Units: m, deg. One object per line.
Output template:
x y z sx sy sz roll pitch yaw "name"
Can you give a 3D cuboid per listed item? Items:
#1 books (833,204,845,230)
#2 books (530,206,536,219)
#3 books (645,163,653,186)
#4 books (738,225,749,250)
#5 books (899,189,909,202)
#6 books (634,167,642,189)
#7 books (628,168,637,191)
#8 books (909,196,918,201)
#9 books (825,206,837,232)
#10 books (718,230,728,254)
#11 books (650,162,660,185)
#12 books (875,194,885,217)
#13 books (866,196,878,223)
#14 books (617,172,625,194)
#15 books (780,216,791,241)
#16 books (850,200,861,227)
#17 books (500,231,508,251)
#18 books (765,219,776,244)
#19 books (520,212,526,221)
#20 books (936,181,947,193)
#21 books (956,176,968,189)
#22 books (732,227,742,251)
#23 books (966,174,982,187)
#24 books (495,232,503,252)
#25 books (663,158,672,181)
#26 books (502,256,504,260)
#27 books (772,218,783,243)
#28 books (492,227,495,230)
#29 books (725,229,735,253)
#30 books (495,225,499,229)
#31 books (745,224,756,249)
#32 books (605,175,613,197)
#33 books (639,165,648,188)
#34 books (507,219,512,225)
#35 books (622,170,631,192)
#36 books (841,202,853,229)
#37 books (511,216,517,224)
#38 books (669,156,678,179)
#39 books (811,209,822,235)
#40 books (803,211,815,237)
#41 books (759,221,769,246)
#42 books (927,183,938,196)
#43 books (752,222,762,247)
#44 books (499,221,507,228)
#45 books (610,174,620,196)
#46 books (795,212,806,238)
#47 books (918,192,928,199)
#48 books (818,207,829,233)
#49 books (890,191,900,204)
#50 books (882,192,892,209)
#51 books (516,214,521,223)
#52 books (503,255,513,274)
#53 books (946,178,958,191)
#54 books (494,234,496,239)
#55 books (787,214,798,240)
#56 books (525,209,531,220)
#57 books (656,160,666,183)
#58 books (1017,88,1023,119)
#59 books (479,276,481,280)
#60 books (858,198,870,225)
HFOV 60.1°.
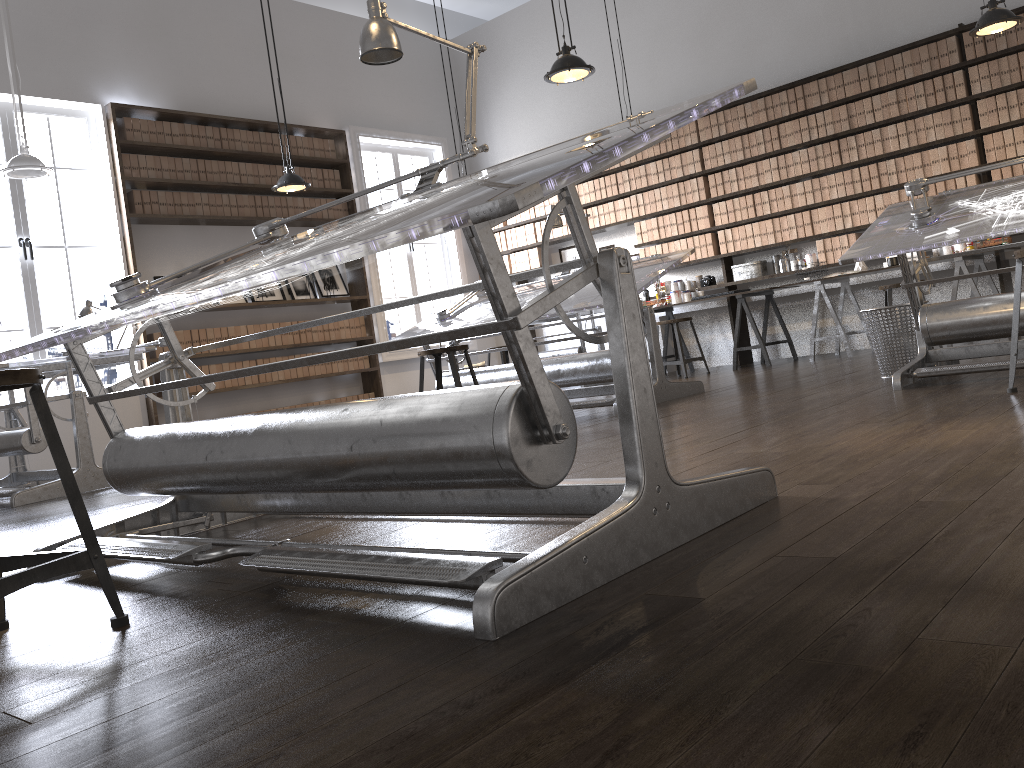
2.880 -1.453 7.723 0.066 0.226 0.175 -9 -1 41 "books"
0.274 -1.959 9.929 0.066 0.226 0.175 -9 -1 41 "books"
1.429 -2.100 8.918 0.066 0.226 0.175 -9 -1 41 "books"
2.211 -1.372 8.319 0.066 0.226 0.175 -9 -1 41 "books"
3.295 -1.504 7.366 0.066 0.226 0.175 -9 -1 41 "books"
1.330 -2.088 9.007 0.066 0.226 0.175 -9 -1 41 "books"
1.277 -2.081 9.053 0.066 0.226 0.175 -9 -1 41 "books"
3.348 -1.510 7.320 0.066 0.226 0.175 -9 -1 41 "books"
2.826 -1.447 7.771 0.066 0.226 0.175 -9 -1 41 "books"
2.049 -1.352 8.454 0.066 0.226 0.175 -9 -1 41 "books"
1.475 -2.105 8.875 0.066 0.226 0.175 -9 -1 41 "books"
3.146 -1.486 7.493 0.066 0.226 0.175 -9 -1 41 "books"
3.091 -1.479 7.539 0.066 0.226 0.175 -9 -1 41 "books"
1.171 -2.068 9.147 0.066 0.226 0.175 -9 -1 41 "books"
2.517 -1.409 8.051 0.066 0.226 0.175 -9 -1 41 "books"
2.991 -1.467 7.636 0.066 0.226 0.175 -9 -1 41 "books"
-0.043 -1.651 10.244 0.066 0.226 0.175 -9 -1 41 "books"
2.410 -1.396 8.137 0.066 0.226 0.175 -9 -1 41 "books"
0.172 -1.947 10.023 0.066 0.226 0.175 -9 -1 41 "books"
3.506 -1.529 7.174 0.066 0.226 0.175 -9 -1 41 "books"
3.618 -1.543 7.076 0.066 0.226 0.175 -9 -1 41 "books"
2.160 -1.366 8.366 0.066 0.226 0.175 -9 -1 41 "books"
3.677 -1.550 7.027 0.066 0.226 0.175 -9 -1 41 "books"
-0.102 -1.644 10.289 0.066 0.226 0.175 -9 -1 41 "books"
1.582 -2.118 8.783 0.066 0.226 0.175 -9 -1 41 "books"
-0.062 -1.369 10.282 0.066 0.226 0.175 -9 -1 41 "books"
2.464 -1.403 8.097 0.066 0.226 0.175 -9 -1 41 "books"
-0.190 -1.908 10.335 0.066 0.226 0.175 -9 -1 41 "books"
2.106 -1.359 8.409 0.066 0.226 0.175 -9 -1 41 "books"
-0.136 -1.915 10.296 0.066 0.226 0.175 -9 -1 41 "books"
2.261 -1.378 8.270 0.066 0.226 0.175 -9 -1 41 "books"
1.060 -2.055 9.244 0.066 0.226 0.175 -9 -1 41 "books"
1.376 -2.093 8.958 0.066 0.226 0.175 -9 -1 41 "books"
0.016 -1.928 10.158 0.066 0.226 0.175 -9 -1 41 "books"
1.221 -2.074 9.096 0.066 0.226 0.175 -9 -1 41 "books"
2.936 -1.460 7.678 0.066 0.226 0.175 -9 -1 41 "books"
0.068 -1.934 10.108 0.066 0.226 0.175 -9 -1 41 "books"
1.635 -2.125 8.739 0.066 0.226 0.175 -9 -1 41 "books"
2.734 -1.436 7.860 0.066 0.226 0.175 -9 -1 41 "books"
2.676 -1.429 7.905 0.066 0.226 0.175 -9 -1 41 "books"
2.364 -1.391 8.184 0.066 0.226 0.175 -9 -1 41 "books"
3.454 -1.523 7.227 0.066 0.226 0.175 -9 -1 41 "books"
2.316 -1.385 8.224 0.066 0.226 0.175 -9 -1 41 "books"
-0.084 -1.922 10.249 0.066 0.226 0.175 -9 -1 41 "books"
1.112 -2.061 9.191 0.066 0.226 0.175 -9 -1 41 "books"
2.623 -1.422 7.958 0.066 0.226 0.175 -9 -1 41 "books"
3.398 -1.516 7.270 0.066 0.226 0.175 -9 -1 41 "books"
2.782 -1.442 7.815 0.066 0.226 0.175 -9 -1 41 "books"
3.241 -1.497 7.406 0.066 0.226 0.175 -9 -1 41 "books"
3.194 -1.492 7.453 0.066 0.226 0.175 -9 -1 41 "books"
0.122 -1.941 10.061 0.066 0.226 0.175 -9 -1 41 "books"
-0.006 -1.376 10.237 0.066 0.226 0.175 -9 -1 41 "books"
3.565 -1.537 7.130 0.066 0.226 0.175 -9 -1 41 "books"
-0.154 -1.637 10.342 0.066 0.226 0.175 -9 -1 41 "books"
2.567 -1.415 8.001 0.066 0.226 0.175 -9 -1 41 "books"
0.222 -1.953 9.982 0.066 0.226 0.175 -9 -1 41 "books"
1.527 -2.111 8.826 0.066 0.226 0.175 -9 -1 41 "books"
3.923 -2.132 6.756 0.066 0.226 0.175 -9 -1 41 "books"
-0.318 -1.338 10.516 0.066 0.226 0.175 -9 -1 41 "books"
3.041 -1.473 7.589 0.066 0.226 0.175 -9 -1 41 "books"
